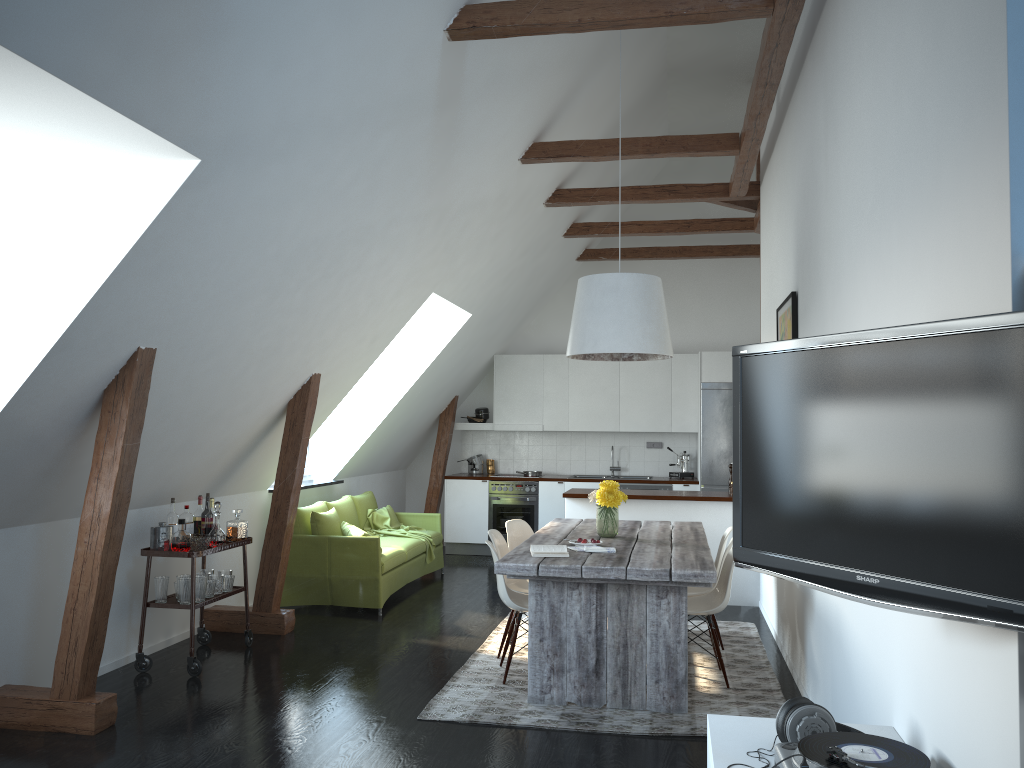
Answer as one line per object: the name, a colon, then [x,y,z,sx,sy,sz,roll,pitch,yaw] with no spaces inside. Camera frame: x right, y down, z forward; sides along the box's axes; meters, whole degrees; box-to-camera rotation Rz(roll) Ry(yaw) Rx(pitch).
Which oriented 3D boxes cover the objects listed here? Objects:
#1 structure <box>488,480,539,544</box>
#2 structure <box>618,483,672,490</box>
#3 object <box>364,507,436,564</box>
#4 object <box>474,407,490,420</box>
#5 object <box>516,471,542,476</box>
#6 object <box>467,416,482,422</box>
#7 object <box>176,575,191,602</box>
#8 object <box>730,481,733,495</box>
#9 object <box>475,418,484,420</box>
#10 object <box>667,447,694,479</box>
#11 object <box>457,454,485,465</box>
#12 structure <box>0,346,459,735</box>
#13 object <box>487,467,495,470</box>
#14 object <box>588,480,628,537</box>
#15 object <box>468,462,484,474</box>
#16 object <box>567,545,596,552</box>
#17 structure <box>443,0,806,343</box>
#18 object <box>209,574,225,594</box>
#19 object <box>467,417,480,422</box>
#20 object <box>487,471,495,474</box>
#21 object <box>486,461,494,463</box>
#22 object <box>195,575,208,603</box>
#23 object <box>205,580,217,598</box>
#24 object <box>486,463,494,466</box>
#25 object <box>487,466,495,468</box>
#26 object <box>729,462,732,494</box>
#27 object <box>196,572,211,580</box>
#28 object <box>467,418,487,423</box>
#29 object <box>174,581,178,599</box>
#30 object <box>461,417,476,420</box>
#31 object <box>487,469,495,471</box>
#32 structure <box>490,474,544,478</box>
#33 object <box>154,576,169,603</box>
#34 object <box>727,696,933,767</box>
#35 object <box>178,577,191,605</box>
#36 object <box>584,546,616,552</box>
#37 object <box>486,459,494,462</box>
structure: [0.075,1.502,10.537,0.583,0.725,0.749,0,-3,10]
structure: [1.530,1.495,10.185,0.612,0.725,0.582,0,-3,10]
object: [-1.066,1.474,8.716,0.722,0.493,0.711,0,-3,6]
object: [-0.369,0.369,10.921,0.190,0.166,0.200,2,-3,-27]
object: [0.191,1.064,10.608,0.351,0.061,0.232,1,-3,-16]
object: [-0.460,0.425,10.827,0.061,0.077,0.331,2,-3,-31]
object: [-2.018,1.256,5.447,0.087,0.155,0.087,1,-3,-17]
object: [1.963,0.882,7.811,0.080,0.192,0.058,1,-3,-6]
object: [-0.425,0.430,10.866,0.065,0.031,0.335,2,-3,-32]
object: [1.959,0.923,10.426,0.353,0.370,0.206,2,-3,-33]
object: [-0.519,0.950,10.918,0.371,0.169,0.203,1,-3,-17]
structure: [-2.241,0.728,4.691,1.023,1.963,12.350,0,-3,10]
object: [-0.263,1.051,10.940,0.099,0.051,0.099,1,-3,-4]
object: [0.627,0.810,5.779,0.233,0.365,0.293,2,-3,-19]
object: [-0.431,1.027,10.867,0.200,0.154,0.348,1,-3,-10]
object: [0.430,0.954,5.150,0.182,0.014,0.185,1,-3,-16]
structure: [2.478,-2.141,2.273,10.230,3.562,15.910,0,-3,16]
object: [-1.898,1.287,5.698,0.095,0.119,0.095,2,-3,-28]
object: [-0.474,0.431,10.820,0.065,0.065,0.332,2,-3,-22]
object: [-0.259,1.091,10.937,0.100,0.036,0.100,0,-3,7]
object: [-0.268,0.974,10.942,0.100,0.036,0.100,-2,-4,39]
object: [-1.914,1.257,5.441,0.087,0.155,0.087,1,-3,-17]
object: [-1.912,1.292,5.591,0.092,0.099,0.092,1,-3,-12]
object: [-0.268,0.991,10.941,0.100,0.036,0.100,2,-3,-23]
object: [-0.265,1.031,10.943,0.099,0.043,0.100,1,-3,-2]
object: [1.990,0.841,7.894,0.123,0.283,0.061,0,-3,10]
object: [-2.006,1.290,5.768,0.095,0.119,0.095,2,-3,-28]
object: [-0.426,0.451,10.864,0.243,0.056,0.350,1,-3,-1]
object: [-2.068,1.289,5.548,0.092,0.099,0.092,1,-3,-12]
object: [-0.489,0.438,10.915,0.357,0.075,0.244,2,-3,-19]
object: [-0.261,1.069,10.938,0.100,0.048,0.099,-1,-3,29]
structure: [0.072,1.110,10.544,0.574,0.041,0.504,0,-3,10]
object: [-2.132,1.252,5.392,0.087,0.155,0.087,1,-3,-17]
object: [0.865,1.030,2.451,0.558,0.162,0.742,0,-3,8]
object: [-1.973,1.252,5.360,0.087,0.155,0.087,1,-3,-17]
object: [0.509,0.952,5.120,0.182,0.016,0.179,0,-3,5]
object: [-0.266,0.953,10.942,0.100,0.047,0.099,0,-3,6]
